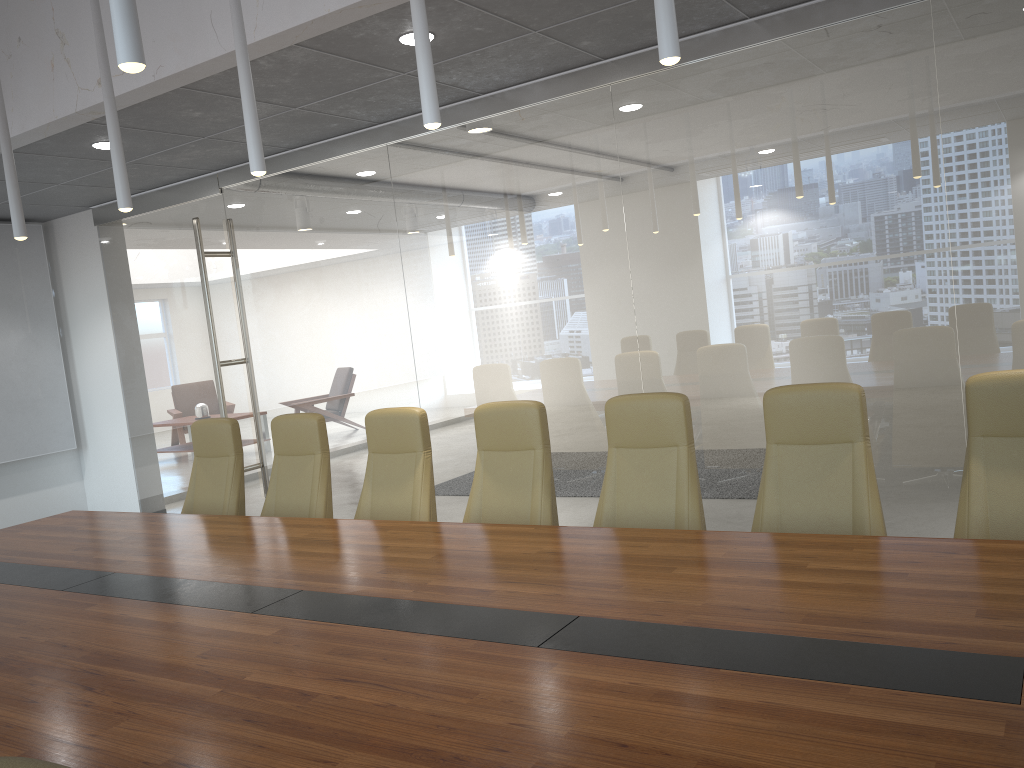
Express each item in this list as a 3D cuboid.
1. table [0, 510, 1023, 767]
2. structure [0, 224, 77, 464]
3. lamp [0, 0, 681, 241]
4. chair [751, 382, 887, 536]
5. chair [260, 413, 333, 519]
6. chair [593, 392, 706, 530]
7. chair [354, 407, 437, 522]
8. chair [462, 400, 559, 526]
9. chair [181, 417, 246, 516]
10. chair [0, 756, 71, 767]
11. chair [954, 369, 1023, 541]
[{"bbox_3d":[-0.828,1.260,3.370,6.500,0.895,2.300,-4,5,33],"label":"table"},{"bbox_3d":[-1.010,-0.490,3.286,13.989,2.466,6.600,-4,5,33],"label":"structure"},{"bbox_3d":[-1.224,-2.068,3.117,7.258,2.378,2.619,-4,5,33],"label":"lamp"},{"bbox_3d":[1.170,0.749,3.588,0.711,1.406,0.955,-4,5,33],"label":"chair"},{"bbox_3d":[-1.517,0.937,5.316,0.711,1.406,0.955,-4,5,33],"label":"chair"},{"bbox_3d":[0.502,0.796,4.018,0.711,1.406,0.955,-4,5,33],"label":"chair"},{"bbox_3d":[-0.838,0.889,4.879,0.711,1.406,0.955,-4,5,33],"label":"chair"},{"bbox_3d":[-0.170,0.843,4.450,0.711,1.406,0.955,-4,5,33],"label":"chair"},{"bbox_3d":[-2.189,0.984,5.748,0.711,1.406,0.955,-4,5,33],"label":"chair"},{"bbox_3d":[-0.200,1.078,1.399,0.711,1.406,0.955,-4,5,33],"label":"chair"},{"bbox_3d":[1.890,0.692,3.206,0.711,1.406,0.955,-4,5,33],"label":"chair"}]
